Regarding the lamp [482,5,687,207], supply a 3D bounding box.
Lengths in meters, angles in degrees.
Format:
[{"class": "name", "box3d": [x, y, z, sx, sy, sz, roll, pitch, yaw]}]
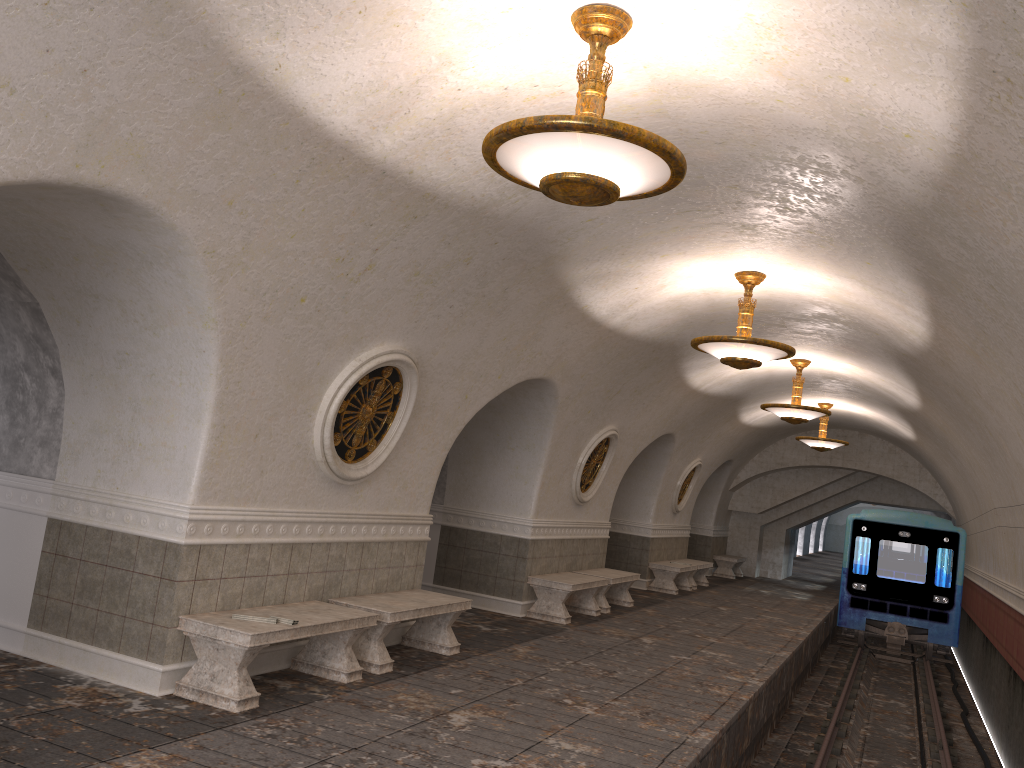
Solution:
[{"class": "lamp", "box3d": [0.386, -1.349, 4.398, 1.008, 0.955, 1.008, 7, -6, 9]}]

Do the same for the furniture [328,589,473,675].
[{"class": "furniture", "box3d": [-0.985, 2.170, 7.885, 0.613, 0.508, 1.509, 5, -7, 24]}]

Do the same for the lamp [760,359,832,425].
[{"class": "lamp", "box3d": [4.224, 0.130, 13.136, 1.008, 0.955, 1.008, 2, -8, 40]}]

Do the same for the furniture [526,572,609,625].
[{"class": "furniture", "box3d": [0.739, 2.835, 11.811, 0.613, 0.508, 1.509, 5, -7, 24]}]

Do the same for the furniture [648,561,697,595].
[{"class": "furniture", "box3d": [3.109, 3.748, 17.205, 0.613, 0.508, 1.509, 5, -7, 24]}]

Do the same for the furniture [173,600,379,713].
[{"class": "furniture", "box3d": [-1.654, 1.913, 6.363, 0.613, 0.508, 1.509, 5, -7, 24]}]

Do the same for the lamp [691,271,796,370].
[{"class": "lamp", "box3d": [2.305, -0.609, 8.768, 1.008, 0.955, 1.008, 2, -8, 40]}]

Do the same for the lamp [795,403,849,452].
[{"class": "lamp", "box3d": [6.144, 0.870, 17.506, 1.008, 0.955, 1.008, 10, -7, -19]}]

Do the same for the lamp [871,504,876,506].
[{"class": "lamp", "box3d": [20.750, 6.496, 50.754, 1.008, 0.955, 1.008, 7, -6, 10]}]

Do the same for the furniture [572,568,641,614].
[{"class": "furniture", "box3d": [1.408, 3.092, 13.332, 0.613, 0.508, 1.509, 5, -7, 24]}]

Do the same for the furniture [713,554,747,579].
[{"class": "furniture", "box3d": [5.614, 4.713, 22.907, 0.613, 0.508, 1.509, 5, -7, 24]}]

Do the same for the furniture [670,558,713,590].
[{"class": "furniture", "box3d": [3.778, 4.005, 18.727, 0.613, 0.508, 1.509, 5, -7, 24]}]
